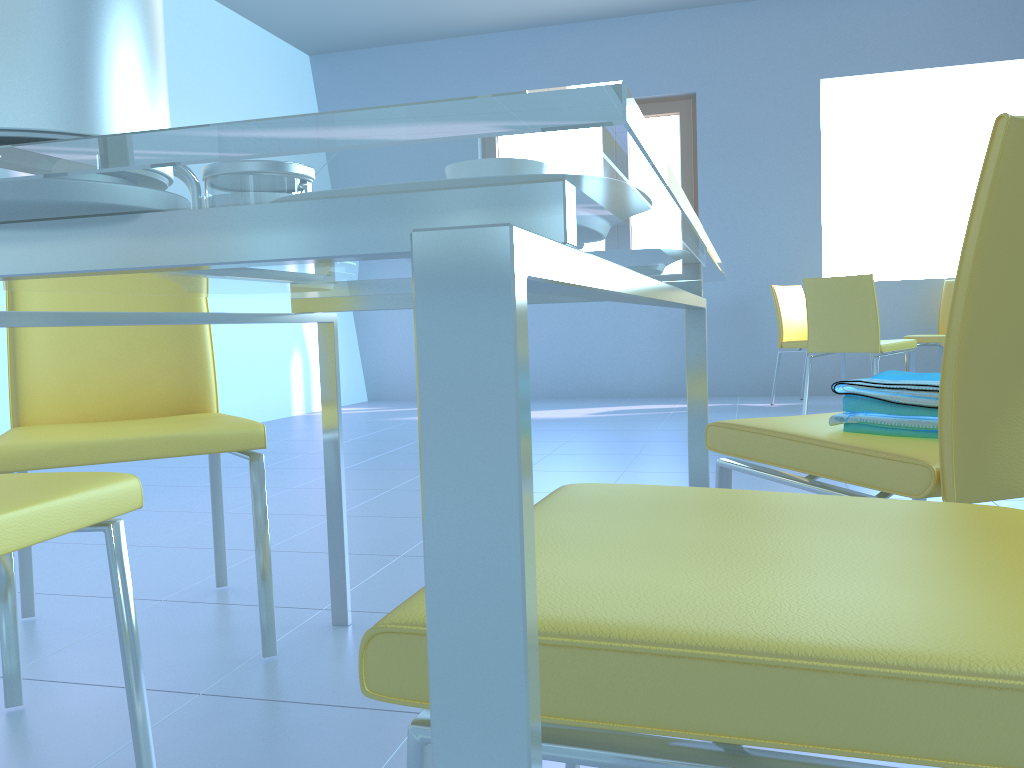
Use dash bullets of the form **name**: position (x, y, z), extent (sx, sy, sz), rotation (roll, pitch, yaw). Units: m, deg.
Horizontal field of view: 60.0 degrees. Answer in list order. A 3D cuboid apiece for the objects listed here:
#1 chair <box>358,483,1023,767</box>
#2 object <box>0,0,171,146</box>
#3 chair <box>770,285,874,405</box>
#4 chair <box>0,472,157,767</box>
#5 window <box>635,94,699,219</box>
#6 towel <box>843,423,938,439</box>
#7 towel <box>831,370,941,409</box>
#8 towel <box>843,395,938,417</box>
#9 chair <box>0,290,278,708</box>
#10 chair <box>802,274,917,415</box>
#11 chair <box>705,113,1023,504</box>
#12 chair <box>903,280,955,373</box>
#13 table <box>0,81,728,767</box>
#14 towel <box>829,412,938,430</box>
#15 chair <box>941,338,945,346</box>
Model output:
- **chair**: position (0.211, 0.127, 0.554), extent (0.484, 0.695, 0.387), rotation (-1, 4, 18)
- **object**: position (-0.232, -0.198, 0.408), extent (0.146, 0.222, 0.132), rotation (-4, 5, -32)
- **chair**: position (1.781, -0.235, 5.116), extent (0.387, 0.695, 0.484), rotation (-6, 5, -44)
- **chair**: position (-0.673, 0.140, 0.819), extent (0.484, 0.695, 0.387), rotation (-1, 4, 13)
- **window**: position (0.513, -1.247, 6.015), extent (1.475, 1.263, 0.142), rotation (-1, 4, 15)
- **towel**: position (0.527, 0.049, 1.104), extent (0.195, 0.024, 0.201), rotation (1, 5, 35)
- **towel**: position (0.522, 0.005, 1.096), extent (0.195, 0.033, 0.190), rotation (1, 5, 41)
- **towel**: position (0.524, 0.020, 1.101), extent (0.195, 0.027, 0.192), rotation (1, 5, 36)
- **chair**: position (-0.669, 0.091, 1.535), extent (0.387, 0.695, 0.484), rotation (-4, 4, -27)
- **chair**: position (1.712, -0.184, 4.390), extent (0.484, 0.695, 0.387), rotation (-6, 5, -44)
- **chair**: position (0.538, 0.080, 1.093), extent (0.387, 0.695, 0.484), rotation (-3, 4, -21)
- **chair**: position (2.546, -0.259, 5.075), extent (0.484, 0.695, 0.387), rotation (-5, 5, -39)
- **table**: position (-0.159, 0.173, 0.923), extent (0.730, 0.590, 1.173), rotation (-1, 4, 15)
- **towel**: position (0.521, 0.036, 1.103), extent (0.195, 0.024, 0.201), rotation (1, 5, 40)
- **chair**: position (2.450, -0.206, 4.371), extent (0.387, 0.699, 0.484), rotation (-5, 5, -39)
